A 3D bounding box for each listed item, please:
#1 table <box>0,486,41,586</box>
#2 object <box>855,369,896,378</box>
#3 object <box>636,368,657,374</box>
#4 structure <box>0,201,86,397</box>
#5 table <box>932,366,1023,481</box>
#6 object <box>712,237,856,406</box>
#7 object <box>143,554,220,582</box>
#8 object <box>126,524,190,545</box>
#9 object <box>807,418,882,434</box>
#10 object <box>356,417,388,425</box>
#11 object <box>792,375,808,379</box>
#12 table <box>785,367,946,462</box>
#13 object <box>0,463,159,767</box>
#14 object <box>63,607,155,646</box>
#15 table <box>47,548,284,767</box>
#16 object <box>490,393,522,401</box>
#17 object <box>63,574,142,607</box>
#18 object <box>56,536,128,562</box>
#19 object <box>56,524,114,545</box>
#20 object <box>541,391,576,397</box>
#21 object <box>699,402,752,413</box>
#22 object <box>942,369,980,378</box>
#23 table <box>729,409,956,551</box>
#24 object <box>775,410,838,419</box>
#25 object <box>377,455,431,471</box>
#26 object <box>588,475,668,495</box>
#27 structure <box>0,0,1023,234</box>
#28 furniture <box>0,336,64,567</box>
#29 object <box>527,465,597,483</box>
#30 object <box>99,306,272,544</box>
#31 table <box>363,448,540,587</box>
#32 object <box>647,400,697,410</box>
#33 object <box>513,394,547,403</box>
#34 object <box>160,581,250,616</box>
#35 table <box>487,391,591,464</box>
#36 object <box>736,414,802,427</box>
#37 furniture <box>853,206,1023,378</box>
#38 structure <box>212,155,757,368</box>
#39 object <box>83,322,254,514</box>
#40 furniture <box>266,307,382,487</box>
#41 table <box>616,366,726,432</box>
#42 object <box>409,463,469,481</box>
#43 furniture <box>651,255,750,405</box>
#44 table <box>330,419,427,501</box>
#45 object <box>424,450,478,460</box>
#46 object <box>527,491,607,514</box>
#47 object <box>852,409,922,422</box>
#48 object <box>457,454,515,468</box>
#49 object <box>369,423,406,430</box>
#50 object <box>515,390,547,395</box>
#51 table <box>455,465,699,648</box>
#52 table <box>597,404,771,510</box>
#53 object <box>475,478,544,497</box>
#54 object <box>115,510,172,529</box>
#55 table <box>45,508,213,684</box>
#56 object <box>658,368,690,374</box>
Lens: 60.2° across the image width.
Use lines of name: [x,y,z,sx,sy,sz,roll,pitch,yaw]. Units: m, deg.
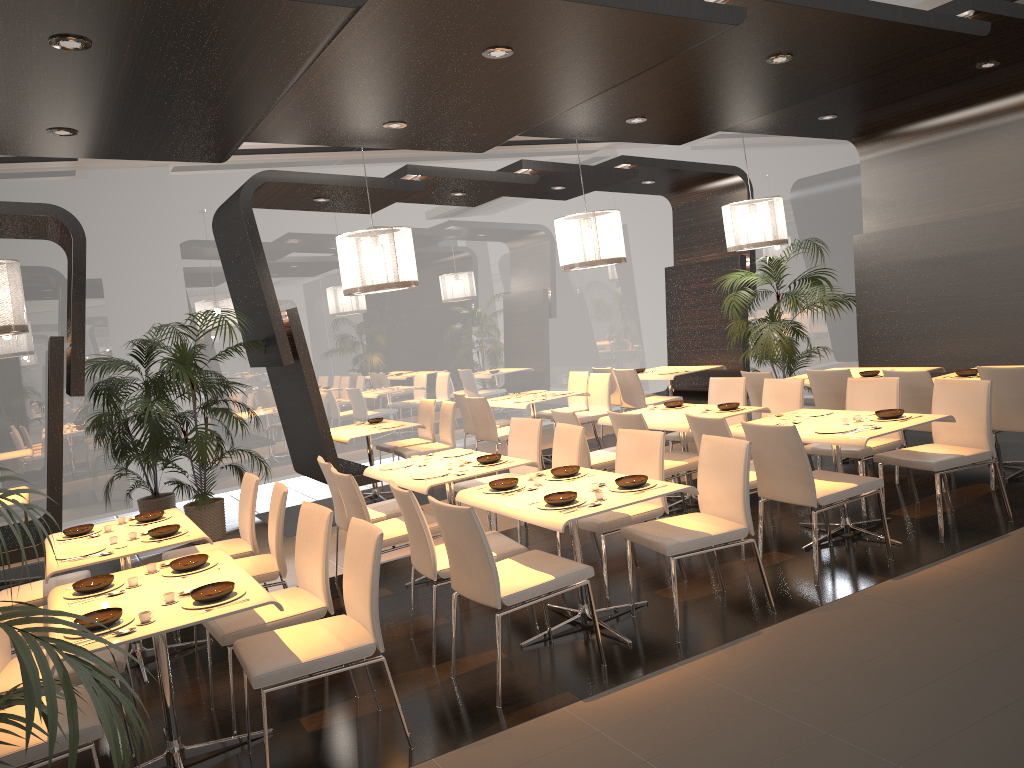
table: [-4.326,1.328,7.191,0.804,0.725,1.145,-9,4,-28]
object: [3.061,-0.087,7.462,0.305,0.044,0.364,-10,5,-29]
object: [1.587,-0.161,10.772,0.305,0.044,0.364,-10,5,-29]
structure: [-6.262,-0.323,6.264,5.963,1.726,1.398,-10,3,-28]
table: [3.838,0.273,6.517,0.804,0.725,1.145,-9,4,-28]
object: [2.961,-0.536,9.579,1.509,2.059,1.560,-8,2,-15]
object: [-1.496,0.820,4.006,0.305,0.044,0.364,-10,5,-29]
object: [-1.929,0.811,4.816,0.305,0.044,0.364,-10,5,-29]
object: [1.980,0.249,5.227,0.337,0.038,0.376,-11,6,-34]
object: [-1.445,0.387,9.135,0.305,0.044,0.364,-10,5,-29]
object: [2.752,-0.085,7.977,0.337,0.038,0.376,-11,6,-34]
table: [3.106,0.265,7.814,0.804,0.725,1.145,-9,4,-28]
object: [-1.665,0.734,1.857,1.571,2.059,1.498,-9,2,-42]
object: [-1.501,0.880,3.288,0.305,0.044,0.364,-10,5,-29]
table: [-1.439,1.227,3.669,0.804,0.725,1.145,-9,4,-28]
object: [-0.061,0.143,9.846,0.337,0.038,0.376,-11,6,-34]
object: [-1.782,0.872,3.840,0.305,0.044,0.364,-10,5,-29]
object: [-2.208,0.867,4.643,0.337,0.038,0.376,-11,6,-34]
object: [-2.500,0.859,5.172,0.305,0.044,0.364,-10,5,-29]
object: [0.482,0.095,9.532,0.337,0.038,0.375,-11,6,-39]
object: [1.592,0.179,6.662,0.305,0.044,0.364,-10,5,-29]
object: [3.504,-0.086,6.717,0.305,0.044,0.364,-10,5,-29]
table: [2.066,0.593,5.567,0.804,0.725,1.145,-9,4,-28]
object: [1.956,0.193,5.932,0.337,0.038,0.375,-11,6,-39]
object: [-0.736,0.546,6.096,0.337,0.038,0.376,-11,6,-34]
object: [0.565,0.502,4.457,0.305,0.044,0.364,-10,5,-29]
structure: [-0.280,-1.059,5.266,10.715,1.735,2.894,-10,4,-28]
furniture: [-4.062,0.496,7.377,0.760,1.674,1.398,-8,2,-28]
object: [0.263,0.501,4.966,0.305,0.044,0.364,-10,5,-29]
object: [-2.838,0.391,7.910,1.570,2.059,1.499,-9,2,-34]
table: [-0.390,0.897,5.928,0.804,0.725,1.145,-9,4,-28]
object: [1.287,0.173,7.234,0.305,0.044,0.364,-10,5,-29]
object: [0.199,0.153,9.296,0.337,0.038,0.376,-11,6,-34]
object: [-1.207,0.825,3.467,0.305,0.044,0.364,-10,5,-29]
table: [0.260,0.497,9.689,0.804,0.725,1.145,-9,4,-28]
object: [1.692,0.243,5.768,0.337,0.038,0.376,-11,6,-34]
furniture: [3.984,-0.608,7.498,0.760,1.672,2.894,-8,3,-28]
structure: [-0.015,-1.454,9.657,5.963,1.726,1.398,-10,3,-28]
object: [-3.540,0.416,8.760,1.555,2.059,1.513,-7,2,24]
furniture: [-1.873,0.100,8.565,0.760,1.674,1.398,-8,2,-28]
table: [1.922,0.196,10.583,0.804,0.725,1.145,-9,4,-28]
object: [-0.447,0.551,5.556,0.337,0.038,0.376,-11,6,-34]
furniture: [2.186,-0.635,10.769,0.760,1.674,1.398,-8,2,-28]
table: [-1.394,0.795,8.803,0.804,0.725,1.145,-9,4,-28]
object: [-0.462,0.491,6.304,0.337,0.038,0.375,-11,6,-39]
object: [0.276,0.556,4.275,0.305,0.044,0.364,-10,5,-29]
object: [2.266,0.192,5.400,0.305,0.044,0.364,-10,5,-29]
object: [-0.186,0.497,5.747,0.305,0.044,0.364,-10,5,-29]
object: [-1.228,0.405,8.601,0.337,0.038,0.375,-11,6,-39]
object: [0.206,0.087,10.081,0.337,0.038,0.375,-11,6,-39]
table: [0.343,0.905,4.632,0.804,0.725,1.145,-9,4,-28]
table: [1.465,0.561,6.940,1.058,0.725,1.145,-9,4,-28]
object: [-0.005,0.549,4.827,0.305,0.044,0.364,-10,5,-29]
object: [-2.218,0.808,5.332,0.305,0.044,0.364,-10,5,-29]
table: [-2.153,1.215,4.992,0.804,0.725,1.145,-9,4,-28]
object: [1.873,-0.152,10.225,0.337,0.038,0.376,-11,6,-34]
